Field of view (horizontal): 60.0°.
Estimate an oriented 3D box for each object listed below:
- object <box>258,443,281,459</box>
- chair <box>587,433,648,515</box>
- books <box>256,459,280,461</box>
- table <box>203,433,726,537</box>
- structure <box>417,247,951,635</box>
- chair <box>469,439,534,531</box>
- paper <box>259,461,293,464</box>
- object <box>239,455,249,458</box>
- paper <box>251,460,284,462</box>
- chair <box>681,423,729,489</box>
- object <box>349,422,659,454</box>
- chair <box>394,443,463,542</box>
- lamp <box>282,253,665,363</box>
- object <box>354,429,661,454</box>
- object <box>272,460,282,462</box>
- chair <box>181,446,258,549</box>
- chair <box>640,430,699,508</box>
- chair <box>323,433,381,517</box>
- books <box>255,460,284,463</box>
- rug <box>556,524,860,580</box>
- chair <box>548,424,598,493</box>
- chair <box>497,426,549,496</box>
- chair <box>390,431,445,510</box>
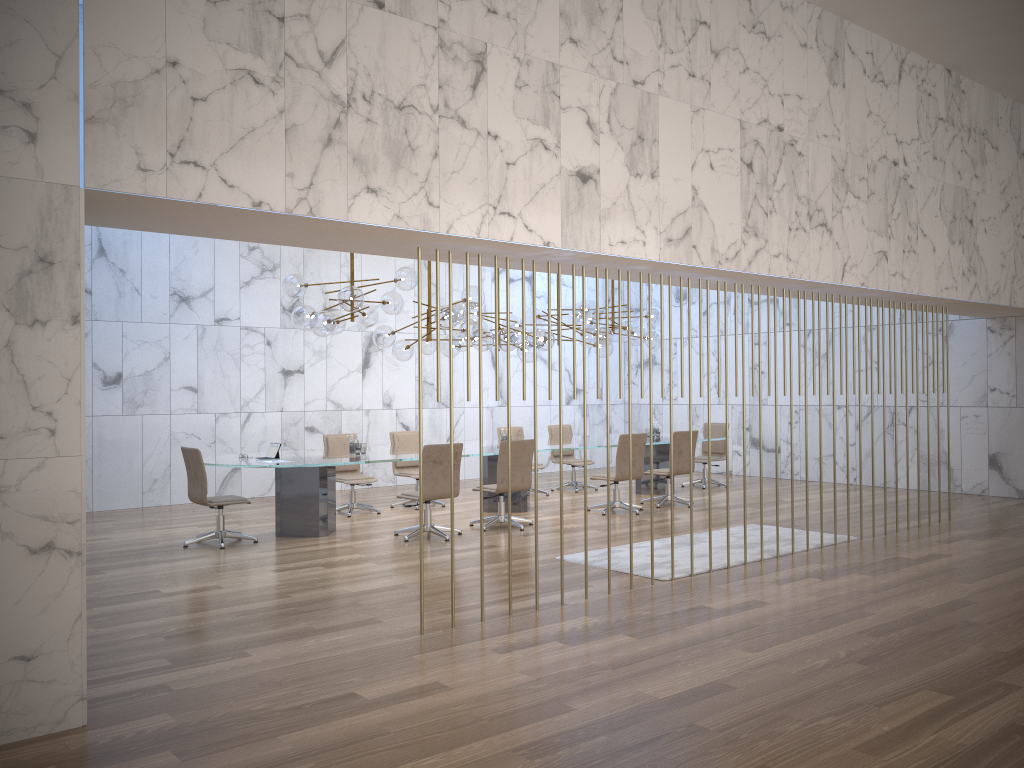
[{"bbox_3d":[-2.608,0.715,9.467,0.205,0.159,0.255,0,-1,-39],"label":"object"},{"bbox_3d":[1.337,1.114,11.166,0.726,1.000,0.697,0,-1,-39],"label":"chair"},{"bbox_3d":[-2.504,0.780,9.097,0.205,0.012,0.126,0,-1,-42],"label":"books"},{"bbox_3d":[-0.074,1.206,11.463,7.924,0.835,2.092,0,-1,-39],"label":"table"},{"bbox_3d":[2.213,0.352,7.893,7.223,2.456,0.023,0,-1,-39],"label":"structure"},{"bbox_3d":[-0.098,1.118,9.997,0.726,1.000,0.697,0,-1,-39],"label":"chair"},{"bbox_3d":[-2.368,0.787,8.937,0.210,0.001,0.290,-1,-1,44],"label":"paper"},{"bbox_3d":[-2.875,0.779,9.584,0.134,0.037,0.096,-1,-1,29],"label":"object"},{"bbox_3d":[-2.523,0.790,9.111,0.290,0.001,0.210,0,-1,-41],"label":"paper"},{"bbox_3d":[3.069,1.122,14.026,0.697,1.000,0.726,0,-1,-39],"label":"chair"},{"bbox_3d":[0.161,0.681,11.682,5.189,0.213,0.124,0,-1,-39],"label":"object"},{"bbox_3d":[-0.873,1.119,9.366,0.726,1.000,0.697,0,-1,-39],"label":"chair"},{"bbox_3d":[-0.192,-1.606,11.411,5.672,2.716,1.557,0,-1,-39],"label":"lamp"},{"bbox_3d":[0.182,0.729,11.635,5.112,0.117,0.183,0,-1,-39],"label":"object"},{"bbox_3d":[-2.376,0.777,8.977,0.011,0.011,0.158,-1,0,26],"label":"object"},{"bbox_3d":[-3.018,1.135,9.077,0.697,1.000,0.726,0,-1,-39],"label":"chair"},{"bbox_3d":[2.107,1.113,11.793,0.726,1.000,0.697,0,-1,-39],"label":"chair"},{"bbox_3d":[-2.050,1.144,11.292,0.726,1.000,0.697,0,-1,-40],"label":"chair"},{"bbox_3d":[-2.458,0.784,9.018,0.239,0.012,0.205,-1,-1,38],"label":"books"},{"bbox_3d":[1.968,1.574,8.566,3.025,0.034,1.320,0,-1,-40],"label":"rug"},{"bbox_3d":[0.923,1.138,13.714,0.726,1.000,0.697,0,-1,-40],"label":"chair"},{"bbox_3d":[0.147,1.139,13.082,0.726,1.000,0.697,0,-1,-40],"label":"chair"},{"bbox_3d":[-1.284,1.142,11.916,0.726,1.000,0.697,0,-1,-40],"label":"chair"}]
